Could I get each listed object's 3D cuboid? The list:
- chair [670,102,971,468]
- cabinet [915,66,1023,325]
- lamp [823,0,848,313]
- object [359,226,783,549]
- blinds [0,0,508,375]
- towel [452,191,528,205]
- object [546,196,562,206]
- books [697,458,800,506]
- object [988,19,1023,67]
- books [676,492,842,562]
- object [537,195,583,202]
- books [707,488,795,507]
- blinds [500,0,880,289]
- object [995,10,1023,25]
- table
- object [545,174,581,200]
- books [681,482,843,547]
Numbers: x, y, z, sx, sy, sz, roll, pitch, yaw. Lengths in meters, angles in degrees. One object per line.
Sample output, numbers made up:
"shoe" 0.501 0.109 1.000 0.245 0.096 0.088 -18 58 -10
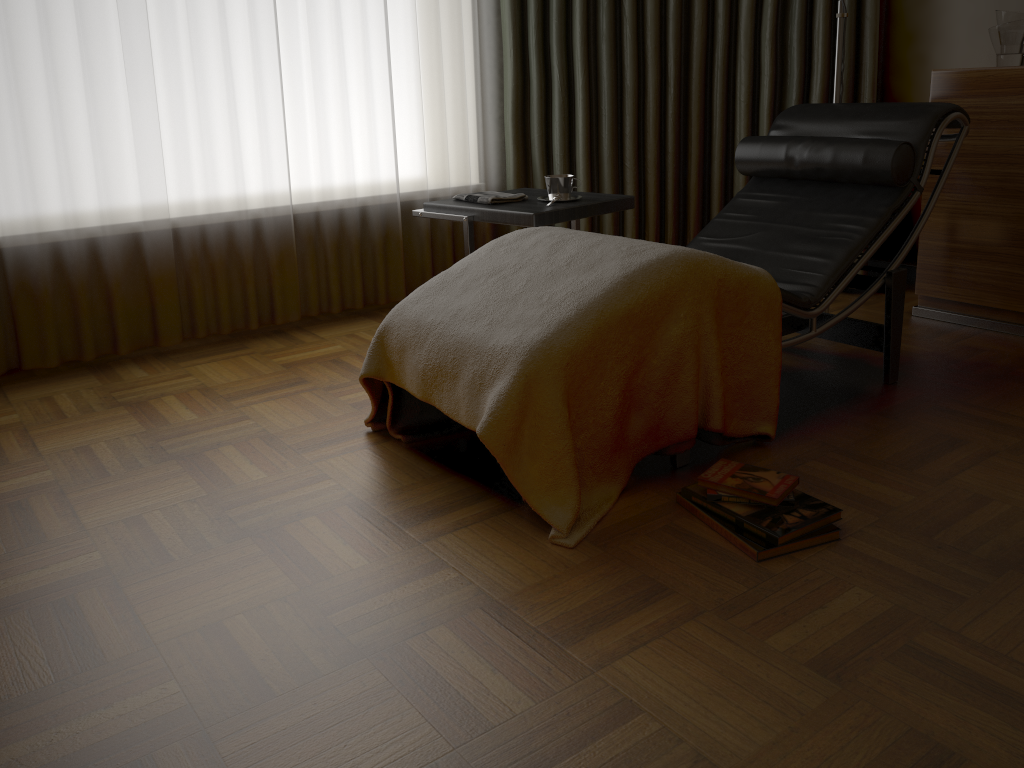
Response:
"chair" 0.558 -0.359 2.498 1.805 0.780 0.644 -15 20 -35
"cabinet" 2.156 -0.541 2.670 0.419 0.843 1.697 -12 20 -34
"lamp" 0.717 -0.953 2.593 1.426 1.925 0.458 -12 17 -32
"object" 0.130 -0.105 2.243 0.917 0.509 0.930 -14 21 -34
"blinds" -0.915 -1.327 3.143 2.217 2.242 0.093 -14 18 -35
"towel" -0.068 -0.631 2.987 0.180 0.034 0.244 -13 21 -30
"object" 0.130 -0.587 2.826 0.029 0.019 0.126 5 20 21
"books" 0.494 0.202 1.846 0.174 0.017 0.125 12 23 36
"object" 1.717 -1.170 3.032 0.156 0.151 0.159 1 17 10
"books" 0.500 0.270 1.822 0.201 0.022 0.286 -9 20 -20
"object" 0.158 -0.613 2.922 0.151 0.009 0.152 -13 21 -29
"books" 0.499 0.218 1.857 0.173 0.017 0.126 2 19 13
"blinds" 0.696 -1.597 3.591 1.532 2.400 0.229 0 14 9
"object" 1.716 -1.207 3.023 0.123 0.147 0.124 9 19 34
"table" 0.057 -0.604 2.990 0.523 0.044 0.506 16 25 42
"object" 0.162 -0.648 2.917 0.111 0.077 0.099 -14 20 -33
"books" 0.512 0.246 1.828 0.190 0.019 0.269 -13 21 -30
